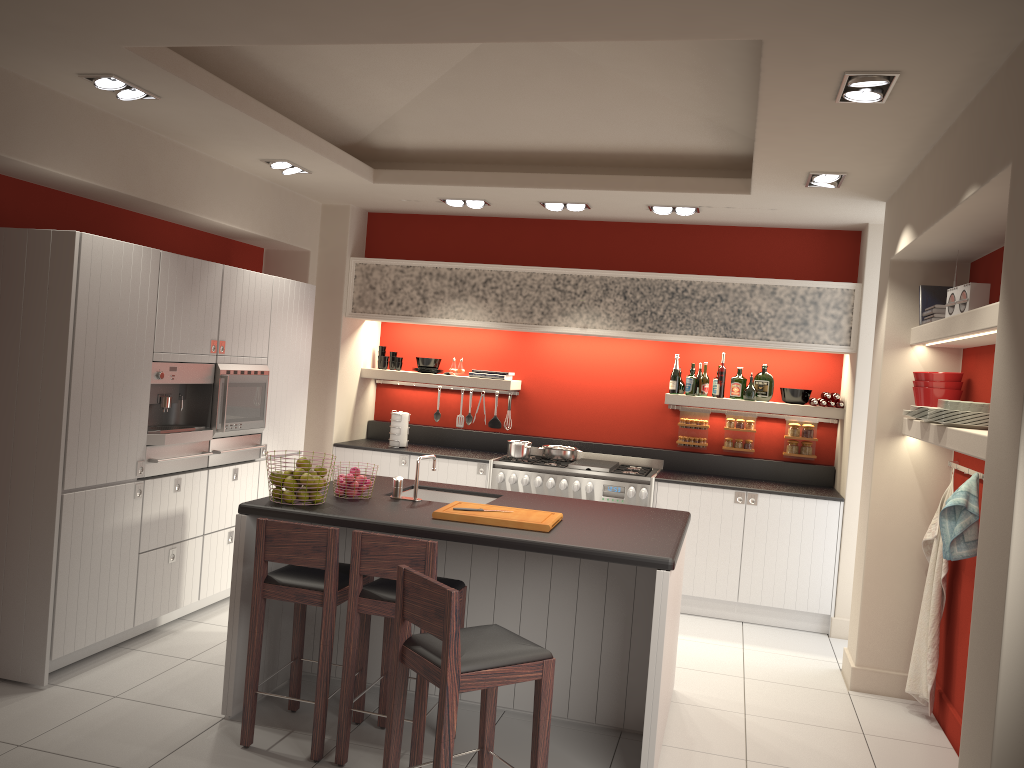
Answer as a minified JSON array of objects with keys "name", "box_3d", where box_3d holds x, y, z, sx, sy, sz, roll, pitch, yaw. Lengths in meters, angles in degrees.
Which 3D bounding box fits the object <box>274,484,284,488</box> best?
[{"name":"object","box_3d":[-1.148,0.480,4.393,0.076,0.077,0.076,4,1,-21]}]

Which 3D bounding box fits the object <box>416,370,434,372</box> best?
[{"name":"object","box_3d":[-0.751,-0.110,7.894,0.280,0.016,0.280,5,1,13]}]

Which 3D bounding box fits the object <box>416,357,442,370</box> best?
[{"name":"object","box_3d":[-0.745,-0.177,7.893,0.232,0.108,0.233,4,2,-34]}]

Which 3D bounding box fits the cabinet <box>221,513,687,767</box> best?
[{"name":"cabinet","box_3d":[-0.189,1.200,4.646,2.034,1.011,1.423,5,1,14]}]

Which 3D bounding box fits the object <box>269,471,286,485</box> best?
[{"name":"object","box_3d":[-1.144,0.460,4.326,0.077,0.068,0.076,5,1,7]}]

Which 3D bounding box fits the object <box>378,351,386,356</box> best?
[{"name":"object","box_3d":[-1.179,-0.261,8.031,0.070,0.076,0.070,4,1,-15]}]

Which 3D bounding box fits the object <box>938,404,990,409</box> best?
[{"name":"object","box_3d":[2.194,0.116,4.280,0.255,0.015,0.255,4,1,-5]}]

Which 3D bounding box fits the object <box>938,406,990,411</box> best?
[{"name":"object","box_3d":[2.193,0.126,4.280,0.255,0.015,0.255,4,1,-5]}]

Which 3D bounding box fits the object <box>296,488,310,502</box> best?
[{"name":"object","box_3d":[-1.021,0.544,4.335,0.068,0.068,0.068,5,1,25]}]

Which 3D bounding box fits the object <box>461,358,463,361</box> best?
[{"name":"object","box_3d":[-0.444,-0.215,7.836,0.026,0.032,0.023,4,1,-3]}]

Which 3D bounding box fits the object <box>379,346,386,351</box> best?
[{"name":"object","box_3d":[-1.175,-0.305,8.030,0.070,0.076,0.070,4,1,-15]}]

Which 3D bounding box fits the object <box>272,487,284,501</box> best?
[{"name":"object","box_3d":[-1.139,0.535,4.330,0.068,0.068,0.068,5,1,25]}]

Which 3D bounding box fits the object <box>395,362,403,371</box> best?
[{"name":"object","box_3d":[-1.009,-0.156,7.878,0.070,0.076,0.070,4,1,-15]}]

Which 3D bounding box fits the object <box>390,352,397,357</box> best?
[{"name":"object","box_3d":[-1.071,-0.252,8.004,0.070,0.076,0.070,4,1,-15]}]

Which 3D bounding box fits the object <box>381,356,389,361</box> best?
[{"name":"object","box_3d":[-1.126,-0.209,7.856,0.070,0.076,0.070,4,1,-15]}]

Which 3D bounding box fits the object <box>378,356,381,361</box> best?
[{"name":"object","box_3d":[-1.182,-0.217,8.032,0.070,0.076,0.070,4,1,-15]}]

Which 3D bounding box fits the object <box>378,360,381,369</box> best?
[{"name":"object","box_3d":[-1.186,-0.173,8.032,0.070,0.076,0.070,4,1,-15]}]

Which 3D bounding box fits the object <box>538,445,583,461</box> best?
[{"name":"object","box_3d":[0.401,0.581,7.439,0.309,0.105,0.309,6,2,42]}]

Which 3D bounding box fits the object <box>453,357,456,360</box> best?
[{"name":"object","box_3d":[-0.506,-0.219,7.770,0.023,0.031,0.024,4,1,-34]}]

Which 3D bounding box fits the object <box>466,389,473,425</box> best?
[{"name":"object","box_3d":[-0.374,0.208,7.917,0.067,0.323,0.022,5,1,13]}]

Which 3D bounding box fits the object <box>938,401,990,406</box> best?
[{"name":"object","box_3d":[2.195,0.102,4.279,0.255,0.015,0.255,4,1,-5]}]

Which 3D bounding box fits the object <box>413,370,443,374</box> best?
[{"name":"object","box_3d":[-0.751,-0.104,7.894,0.280,0.016,0.280,5,1,13]}]

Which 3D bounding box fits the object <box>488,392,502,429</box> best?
[{"name":"object","box_3d":[-0.139,0.232,7.878,0.123,0.331,0.040,5,1,14]}]

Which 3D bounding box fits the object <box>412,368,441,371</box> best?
[{"name":"object","box_3d":[-0.750,-0.121,7.894,0.280,0.016,0.280,5,1,13]}]

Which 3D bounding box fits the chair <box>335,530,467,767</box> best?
[{"name":"chair","box_3d":[-0.475,1.148,3.983,0.383,1.008,0.474,5,1,16]}]

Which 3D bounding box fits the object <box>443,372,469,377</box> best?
[{"name":"object","box_3d":[-0.486,-0.086,7.804,0.160,0.027,0.183,6,2,43]}]

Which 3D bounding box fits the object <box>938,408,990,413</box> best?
[{"name":"object","box_3d":[2.193,0.136,4.280,0.255,0.015,0.255,4,1,-5]}]

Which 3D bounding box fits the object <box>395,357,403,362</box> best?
[{"name":"object","box_3d":[-1.005,-0.200,7.877,0.070,0.076,0.070,4,1,-15]}]

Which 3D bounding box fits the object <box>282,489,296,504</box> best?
[{"name":"object","box_3d":[-1.074,0.542,4.271,0.068,0.068,0.068,5,1,25]}]

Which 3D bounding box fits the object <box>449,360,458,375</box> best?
[{"name":"object","box_3d":[-0.511,-0.144,7.771,0.076,0.131,0.076,4,1,-34]}]

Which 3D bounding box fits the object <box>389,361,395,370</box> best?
[{"name":"object","box_3d":[-1.078,-0.164,8.005,0.070,0.076,0.070,4,1,-15]}]

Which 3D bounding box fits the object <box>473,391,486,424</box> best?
[{"name":"object","box_3d":[-0.278,0.212,7.895,0.124,0.297,0.009,5,1,14]}]

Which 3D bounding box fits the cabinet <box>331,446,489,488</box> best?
[{"name":"cabinet","box_3d":[-0.789,1.070,7.571,1.361,0.993,0.687,5,1,14]}]

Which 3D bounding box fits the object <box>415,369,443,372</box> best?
[{"name":"object","box_3d":[-0.750,-0.115,7.894,0.280,0.016,0.280,5,1,13]}]

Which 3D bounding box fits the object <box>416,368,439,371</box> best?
[{"name":"object","box_3d":[-0.749,-0.126,7.894,0.280,0.016,0.280,5,1,13]}]

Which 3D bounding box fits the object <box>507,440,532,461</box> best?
[{"name":"object","box_3d":[0.057,0.541,7.192,0.201,0.148,0.201,5,1,7]}]

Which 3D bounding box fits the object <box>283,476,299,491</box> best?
[{"name":"object","box_3d":[-1.077,0.487,4.323,0.076,0.077,0.076,4,1,-21]}]

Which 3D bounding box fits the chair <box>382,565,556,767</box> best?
[{"name":"chair","box_3d":[-0.157,1.190,3.240,0.474,1.008,0.383,4,1,-35]}]

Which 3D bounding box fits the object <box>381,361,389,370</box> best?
[{"name":"object","box_3d":[-1.130,-0.165,7.857,0.070,0.076,0.070,4,1,-15]}]

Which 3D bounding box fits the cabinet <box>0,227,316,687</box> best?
[{"name":"cabinet","box_3d":[-2.242,0.340,5.680,0.717,2.250,2.557,5,1,14]}]

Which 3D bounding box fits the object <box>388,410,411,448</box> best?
[{"name":"object","box_3d":[-0.958,0.381,7.507,0.163,0.304,0.168,6,1,43]}]

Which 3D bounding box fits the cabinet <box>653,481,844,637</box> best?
[{"name":"cabinet","box_3d":[1.788,1.290,6.921,1.361,0.993,0.687,5,1,14]}]

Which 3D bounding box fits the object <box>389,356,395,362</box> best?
[{"name":"object","box_3d":[-1.075,-0.208,8.004,0.070,0.076,0.070,4,1,-15]}]

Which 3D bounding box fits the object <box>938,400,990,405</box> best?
[{"name":"object","box_3d":[2.196,0.097,4.279,0.255,0.015,0.255,4,1,-5]}]

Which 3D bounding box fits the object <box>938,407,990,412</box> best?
[{"name":"object","box_3d":[2.193,0.131,4.280,0.255,0.015,0.255,4,1,-5]}]

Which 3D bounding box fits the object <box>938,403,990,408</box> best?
[{"name":"object","box_3d":[2.194,0.111,4.280,0.255,0.015,0.255,4,1,-5]}]

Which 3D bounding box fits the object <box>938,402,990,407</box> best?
[{"name":"object","box_3d":[2.195,0.106,4.279,0.255,0.015,0.255,4,1,-5]}]

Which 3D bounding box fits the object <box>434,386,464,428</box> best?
[{"name":"object","box_3d":[-0.559,0.206,7.961,0.287,0.351,0.022,5,1,15]}]

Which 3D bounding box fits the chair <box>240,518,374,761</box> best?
[{"name":"chair","box_3d":[-0.920,1.110,4.096,0.383,1.008,0.474,5,1,14]}]

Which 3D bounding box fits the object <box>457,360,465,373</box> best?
[{"name":"object","box_3d":[-0.452,-0.141,7.837,0.077,0.134,0.076,4,1,-2]}]
